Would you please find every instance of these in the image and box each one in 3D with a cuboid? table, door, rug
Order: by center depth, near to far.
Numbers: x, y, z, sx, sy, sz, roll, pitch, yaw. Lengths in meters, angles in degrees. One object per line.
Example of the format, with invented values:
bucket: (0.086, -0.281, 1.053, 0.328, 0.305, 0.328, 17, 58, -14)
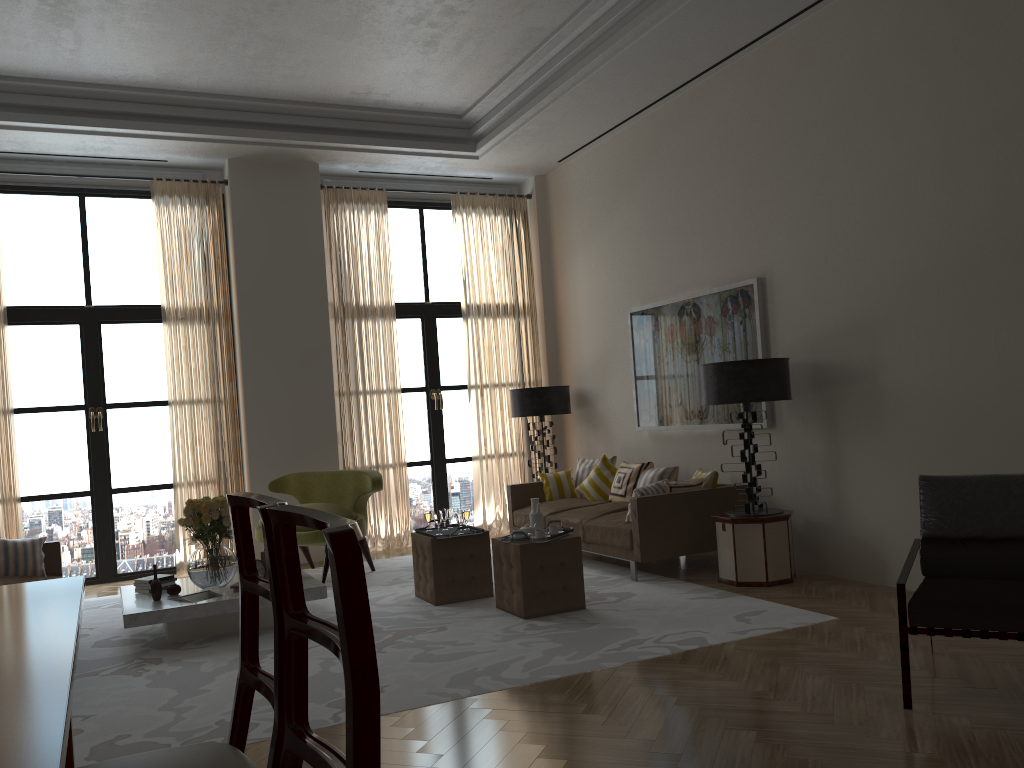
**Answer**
table: (-2.146, 1.408, 2.388, 1.799, 1.027, 3.805, -3, -2, -25)
table: (-2.589, 1.963, 7.860, 1.582, 0.343, 1.502, -3, -2, -25)
rug: (-1.267, 2.014, 8.020, 5.514, 0.065, 5.738, -3, -2, -25)
door: (-4.988, 0.017, 10.637, 3.256, 4.766, 0.240, -4, -1, -25)
door: (-1.101, -0.188, 12.445, 3.084, 4.766, 0.240, -4, -1, -25)

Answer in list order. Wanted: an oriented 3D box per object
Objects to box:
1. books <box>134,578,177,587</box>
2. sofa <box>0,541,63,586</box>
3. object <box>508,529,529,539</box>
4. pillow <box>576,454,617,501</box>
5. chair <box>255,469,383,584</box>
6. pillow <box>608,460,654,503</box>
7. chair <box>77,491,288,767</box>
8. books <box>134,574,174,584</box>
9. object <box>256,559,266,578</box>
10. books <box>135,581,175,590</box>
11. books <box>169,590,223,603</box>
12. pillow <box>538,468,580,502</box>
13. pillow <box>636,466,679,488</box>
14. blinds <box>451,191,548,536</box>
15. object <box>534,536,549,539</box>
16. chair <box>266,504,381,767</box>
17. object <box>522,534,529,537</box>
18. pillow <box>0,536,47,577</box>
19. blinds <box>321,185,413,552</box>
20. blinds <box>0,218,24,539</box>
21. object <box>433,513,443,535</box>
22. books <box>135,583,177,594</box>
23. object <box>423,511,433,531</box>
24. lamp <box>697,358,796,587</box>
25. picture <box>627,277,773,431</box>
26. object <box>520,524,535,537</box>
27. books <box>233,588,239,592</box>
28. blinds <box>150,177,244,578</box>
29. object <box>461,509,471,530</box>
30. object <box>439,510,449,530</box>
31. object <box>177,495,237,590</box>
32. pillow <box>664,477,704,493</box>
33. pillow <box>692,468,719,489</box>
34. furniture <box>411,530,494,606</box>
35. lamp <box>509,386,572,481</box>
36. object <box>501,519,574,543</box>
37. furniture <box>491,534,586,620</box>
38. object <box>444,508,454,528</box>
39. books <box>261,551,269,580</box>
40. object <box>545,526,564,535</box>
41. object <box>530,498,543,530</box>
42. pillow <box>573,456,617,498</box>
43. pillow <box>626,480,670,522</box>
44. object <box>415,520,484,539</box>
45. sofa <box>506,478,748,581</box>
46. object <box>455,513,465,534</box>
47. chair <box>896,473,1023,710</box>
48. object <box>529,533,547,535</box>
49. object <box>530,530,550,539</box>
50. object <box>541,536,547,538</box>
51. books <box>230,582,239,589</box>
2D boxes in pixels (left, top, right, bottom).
books: (-3.159, 1.752, 7.850, 0.230, 0.024, 0.280, -5, -2, 30)
sofa: (-4.104, 1.789, 6.548, 1.350, 0.819, 2.983, -3, -2, -25)
object: (0.053, 1.265, 7.494, 0.176, 0.067, 0.176, -6, -2, 41)
pillow: (1.110, 1.167, 10.759, 0.767, 0.617, 0.355, -4, -1, 19)
chair: (-2.260, 1.613, 9.992, 1.792, 1.213, 1.029, -5, -1, 33)
pillow: (1.373, 1.170, 10.254, 0.403, 0.547, 0.618, -4, -1, -22)
chair: (-0.969, 1.074, 2.252, 0.877, 1.505, 0.657, -4, -1, -25)
books: (-3.163, 1.724, 7.840, 0.207, 0.030, 0.260, -5, -2, 32)
object: (-2.279, 1.667, 7.892, 0.082, 0.209, 0.204, -4, -1, 26)
books: (-3.154, 1.776, 7.837, 0.207, 0.024, 0.262, -5, -2, 28)
books: (-2.638, 1.760, 7.378, 0.384, 0.038, 0.281, -6, -3, 38)
pillow: (0.598, 1.294, 11.121, 0.482, 0.433, 0.318, -4, -1, -15)
pillow: (1.591, 1.208, 9.933, 0.370, 0.565, 0.660, -3, -1, -30)
blinds: (-0.150, -0.260, 12.639, 1.241, 4.873, 0.419, -4, 0, -23)
object: (0.245, 1.281, 7.374, 0.187, 0.015, 0.041, -2, -2, -38)
chair: (-0.687, 1.034, 1.669, 0.877, 1.505, 0.657, -4, -1, -25)
object: (0.110, 1.278, 7.460, 0.052, 0.027, 0.080, -5, -2, 22)
pillow: (-4.311, 1.534, 7.755, 0.497, 0.428, 0.327, -3, -1, -37)
blinds: (-1.939, -0.165, 11.809, 0.959, 4.873, 0.419, -4, 0, -23)
blinds: (-6.004, 0.056, 9.918, 0.780, 4.885, 0.420, -4, 0, -23)
object: (-0.679, 1.297, 8.186, 0.098, 0.191, 0.098, -4, -1, 1)
books: (-3.154, 1.806, 7.848, 0.207, 0.035, 0.280, -5, -2, 32)
object: (-0.802, 1.317, 8.511, 0.098, 0.191, 0.098, -3, -1, -42)
lamp: (2.212, 0.802, 8.214, 0.829, 2.018, 0.830, -4, -1, -24)
picture: (1.983, -0.239, 9.722, 0.080, 1.480, 2.269, -4, -1, -27)
object: (0.133, 1.260, 7.663, 0.176, 0.105, 0.136, -3, -2, -29)
books: (-2.277, 1.750, 7.629, 0.197, 0.024, 0.256, -4, -2, -7)
blinds: (-3.838, -0.065, 10.924, 0.873, 4.873, 0.418, -4, 0, -22)
object: (-0.436, 1.289, 8.438, 0.098, 0.191, 0.098, -4, -1, 1)
object: (-0.647, 1.306, 8.504, 0.098, 0.191, 0.098, -4, -1, -25)
object: (-2.623, 1.393, 7.801, 0.539, 0.821, 0.627, -3, -1, -29)
pillow: (1.683, 1.163, 8.921, 0.464, 0.412, 0.304, -3, -1, -27)
pillow: (1.946, 1.121, 9.142, 0.296, 0.475, 0.516, -4, -1, -4)
furniture: (-0.569, 1.703, 8.369, 0.613, 0.616, 0.614, -3, -1, -25)
lamp: (0.443, 1.059, 12.055, 0.829, 2.018, 0.830, -4, -1, -21)
object: (0.223, 1.263, 7.613, 0.441, 0.101, 0.720, -5, -2, 29)
furniture: (0.221, 1.621, 7.601, 0.613, 0.616, 0.614, -3, -1, -25)
object: (-0.609, 1.308, 8.642, 0.098, 0.191, 0.098, -4, -1, 22)
books: (-2.120, 1.636, 8.082, 0.211, 0.264, 0.281, -4, -1, 25)
object: (0.361, 1.263, 7.666, 0.176, 0.067, 0.176, -3, -2, -26)
object: (0.211, 1.159, 7.801, 0.113, 0.305, 0.125, -4, -1, 12)
pillow: (1.015, 1.204, 11.153, 0.624, 0.576, 0.355, -5, -1, 44)
pillow: (1.337, 1.180, 8.799, 0.497, 0.428, 0.327, -3, -1, -37)
object: (-0.597, 1.357, 8.366, 0.490, 0.092, 0.803, -3, -2, -25)
sofa: (1.173, 1.546, 10.003, 1.350, 0.819, 2.983, -3, -2, -25)
object: (-0.470, 1.280, 8.112, 0.098, 0.191, 0.098, -4, -1, -25)
chair: (2.668, 1.097, 4.904, 0.878, 1.135, 1.134, -5, -1, 30)
object: (0.210, 1.276, 7.537, 0.186, 0.026, 0.041, -3, -2, -17)
object: (0.236, 1.262, 7.441, 0.176, 0.067, 0.176, -3, -2, -23)
object: (0.264, 1.277, 7.344, 0.053, 0.026, 0.049, -3, -2, -23)
books: (-2.269, 1.726, 7.634, 0.255, 0.026, 0.202, -4, -2, 0)
